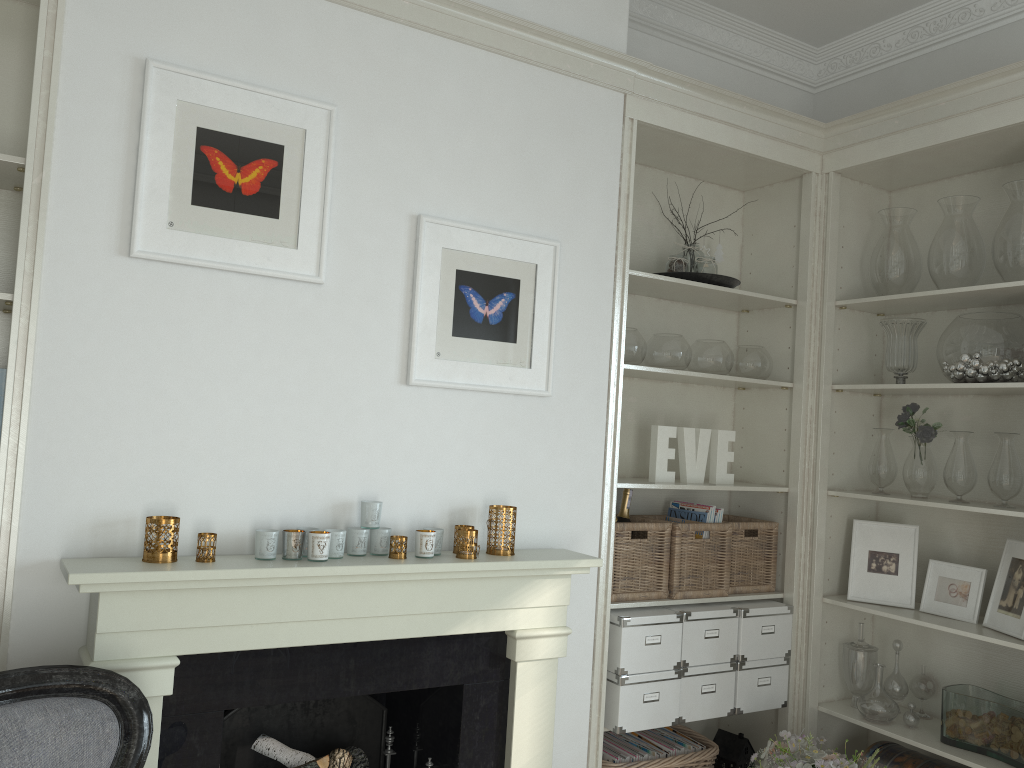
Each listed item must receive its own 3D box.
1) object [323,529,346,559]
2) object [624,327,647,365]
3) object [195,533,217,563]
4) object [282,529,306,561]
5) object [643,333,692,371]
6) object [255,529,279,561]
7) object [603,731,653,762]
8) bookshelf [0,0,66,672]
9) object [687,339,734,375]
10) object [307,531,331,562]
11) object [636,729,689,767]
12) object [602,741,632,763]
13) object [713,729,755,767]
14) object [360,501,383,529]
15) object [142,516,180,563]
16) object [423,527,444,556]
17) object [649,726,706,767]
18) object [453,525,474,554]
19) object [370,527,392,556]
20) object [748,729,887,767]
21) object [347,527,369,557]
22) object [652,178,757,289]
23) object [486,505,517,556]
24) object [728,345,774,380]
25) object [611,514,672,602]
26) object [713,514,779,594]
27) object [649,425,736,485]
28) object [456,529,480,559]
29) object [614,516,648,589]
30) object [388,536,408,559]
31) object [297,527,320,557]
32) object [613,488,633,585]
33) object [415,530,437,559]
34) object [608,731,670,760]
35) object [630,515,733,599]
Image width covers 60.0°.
[{"bbox_3d":[-0.471,0.424,2.347,0.060,0.073,0.060,4,-3,-8],"label":"object"},{"bbox_3d":[0.394,-0.130,3.201,0.185,0.140,0.185,4,-3,-11],"label":"object"},{"bbox_3d":[-0.748,0.401,2.168,0.047,0.068,0.054,4,-3,-4],"label":"object"},{"bbox_3d":[-0.564,0.415,2.286,0.060,0.073,0.060,2,-3,25],"label":"object"},{"bbox_3d":[0.578,-0.113,3.312,0.185,0.140,0.185,4,-3,-11],"label":"object"},{"bbox_3d":[-0.626,0.410,2.260,0.060,0.073,0.060,2,-3,25],"label":"object"},{"bbox_3d":[0.379,1.401,3.176,0.088,0.238,0.274,5,-3,-31],"label":"object"},{"bbox_3d":[-1.651,0.108,1.982,0.988,2.523,0.399,5,-3,-31],"label":"bookshelf"},{"bbox_3d":[0.762,-0.096,3.422,0.185,0.140,0.185,4,-3,-11],"label":"object"},{"bbox_3d":[-0.499,0.419,2.287,0.060,0.073,0.060,2,-3,25],"label":"object"},{"bbox_3d":[0.523,1.415,3.263,0.088,0.238,0.274,5,-3,-31],"label":"object"},{"bbox_3d":[0.312,1.396,3.145,0.088,0.238,0.274,5,-3,-31],"label":"object"},{"bbox_3d":[0.846,1.461,3.412,0.135,0.248,0.135,6,-4,-41],"label":"object"},{"bbox_3d":[-0.388,0.361,2.442,0.060,0.073,0.060,2,-3,25],"label":"object"},{"bbox_3d":[-0.845,0.375,2.138,0.080,0.104,0.080,2,-3,26],"label":"object"},{"bbox_3d":[-0.225,0.448,2.517,0.060,0.073,0.060,2,-3,25],"label":"object"},{"bbox_3d":[0.593,1.421,3.305,0.088,0.238,0.274,5,-3,-31],"label":"object"},{"bbox_3d":[-0.140,0.453,2.578,0.060,0.079,0.060,2,-3,26],"label":"object"},{"bbox_3d":[-0.365,0.436,2.454,0.060,0.073,0.060,2,-3,25],"label":"object"},{"bbox_3d":[0.966,1.443,2.835,0.544,0.643,0.570,6,-4,-40],"label":"object"},{"bbox_3d":[-0.421,0.431,2.418,0.060,0.073,0.060,2,-3,25],"label":"object"},{"bbox_3d":[0.717,-0.600,3.420,0.457,0.485,0.399,3,-3,9],"label":"object"},{"bbox_3d":[-0.030,0.432,2.618,0.087,0.140,0.090,3,-3,7],"label":"object"},{"bbox_3d":[0.946,-0.079,3.533,0.185,0.140,0.185,4,-3,-11],"label":"object"},{"bbox_3d":[0.376,0.622,3.214,0.276,0.270,0.275,5,-3,-31],"label":"object"},{"bbox_3d":[0.849,0.666,3.511,0.276,0.270,0.275,5,-3,-31],"label":"object"},{"bbox_3d":[0.684,0.270,3.342,0.393,0.207,0.039,5,-3,-31],"label":"object"},{"bbox_3d":[-0.126,0.450,2.493,0.060,0.079,0.060,2,-3,30],"label":"object"},{"bbox_3d":[0.393,0.575,3.156,0.095,0.332,0.284,1,-4,38],"label":"object"},{"bbox_3d":[-0.310,0.445,2.412,0.050,0.058,0.052,3,-3,6],"label":"object"},{"bbox_3d":[-0.543,0.420,2.349,0.060,0.073,0.060,2,-3,25],"label":"object"},{"bbox_3d":[0.390,0.568,3.299,0.127,0.361,0.094,5,-3,-31],"label":"object"},{"bbox_3d":[-0.241,0.444,2.455,0.060,0.073,0.060,2,-3,25],"label":"object"},{"bbox_3d":[0.449,1.408,3.218,0.088,0.238,0.274,5,-3,-31],"label":"object"},{"bbox_3d":[0.625,0.644,3.341,0.276,0.270,0.275,5,-3,-31],"label":"object"}]
